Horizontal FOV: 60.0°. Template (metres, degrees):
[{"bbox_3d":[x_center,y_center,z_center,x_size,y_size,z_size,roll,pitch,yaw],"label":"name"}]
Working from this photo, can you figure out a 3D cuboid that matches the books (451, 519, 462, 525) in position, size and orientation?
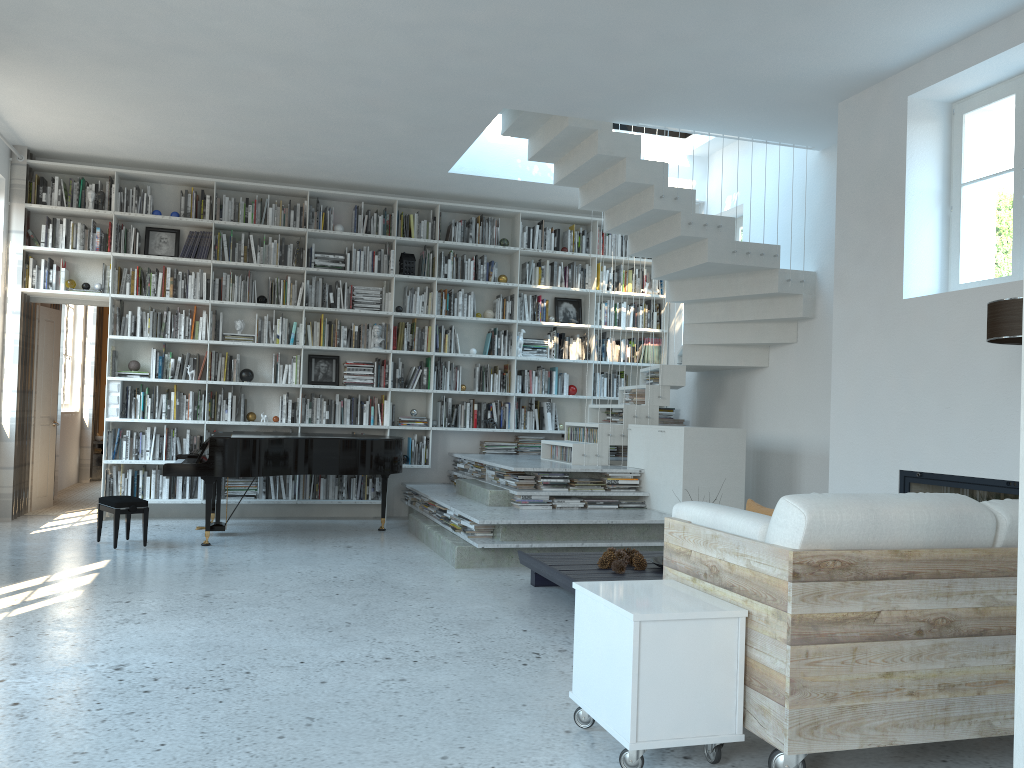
[{"bbox_3d":[-0.341,1.039,6.659,0.191,0.015,0.246,2,-2,-16],"label":"books"}]

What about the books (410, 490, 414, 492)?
[{"bbox_3d":[-0.928,1.043,8.717,0.133,0.017,0.231,2,-2,-16],"label":"books"}]

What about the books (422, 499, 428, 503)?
[{"bbox_3d":[-0.696,1.030,7.834,0.182,0.016,0.199,2,-2,-12],"label":"books"}]

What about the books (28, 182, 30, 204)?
[{"bbox_3d":[-4.267,-1.667,7.850,0.014,0.219,0.188,2,-2,-17],"label":"books"}]

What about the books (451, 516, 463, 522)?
[{"bbox_3d":[-0.339,1.015,6.660,0.168,0.013,0.281,3,-2,-22],"label":"books"}]

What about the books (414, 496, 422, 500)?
[{"bbox_3d":[-0.781,1.045,8.133,0.180,0.015,0.294,3,-2,-19],"label":"books"}]

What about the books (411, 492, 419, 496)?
[{"bbox_3d":[-0.859,1.048,8.432,0.160,0.009,0.291,2,-2,-15],"label":"books"}]

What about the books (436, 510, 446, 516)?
[{"bbox_3d":[-0.509,1.052,7.242,0.160,0.025,0.244,3,-2,-22],"label":"books"}]

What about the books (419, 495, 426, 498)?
[{"bbox_3d":[-0.699,0.993,7.833,0.193,0.005,0.225,3,-2,-21],"label":"books"}]

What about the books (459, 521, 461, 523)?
[{"bbox_3d":[-0.329,1.030,6.663,0.150,0.004,0.290,2,-2,-13],"label":"books"}]

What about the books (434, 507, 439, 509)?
[{"bbox_3d":[-0.588,1.044,7.542,0.155,0.009,0.297,2,-2,-16],"label":"books"}]

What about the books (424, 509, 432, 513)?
[{"bbox_3d":[-0.683,1.118,7.837,0.157,0.014,0.180,3,-2,-20],"label":"books"}]

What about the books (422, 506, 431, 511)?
[{"bbox_3d":[-0.686,1.097,7.836,0.159,0.012,0.292,3,-2,-20],"label":"books"}]

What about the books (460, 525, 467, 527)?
[{"bbox_3d":[-0.322,1.054,6.665,0.154,0.014,0.196,2,-2,-17],"label":"books"}]

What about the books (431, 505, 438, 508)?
[{"bbox_3d":[-0.592,1.035,7.541,0.169,0.009,0.241,2,-2,-17],"label":"books"}]

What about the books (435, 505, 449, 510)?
[{"bbox_3d":[-0.510,1.007,7.243,0.170,0.014,0.281,3,-2,-20],"label":"books"}]

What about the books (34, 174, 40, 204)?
[{"bbox_3d":[-4.209,-1.698,7.871,0.014,0.286,0.175,2,-1,-17],"label":"books"}]

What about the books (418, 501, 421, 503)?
[{"bbox_3d":[-0.763,1.089,8.138,0.149,0.007,0.300,2,-2,-17],"label":"books"}]

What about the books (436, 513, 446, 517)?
[{"bbox_3d":[-0.512,1.070,7.241,0.177,0.011,0.220,2,-2,-15],"label":"books"}]

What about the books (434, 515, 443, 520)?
[{"bbox_3d":[-0.522,1.087,7.238,0.189,0.009,0.291,2,-2,-14],"label":"books"}]

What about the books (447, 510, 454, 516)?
[{"bbox_3d":[-0.410,1.010,6.953,0.141,0.028,0.222,3,-2,-22],"label":"books"}]

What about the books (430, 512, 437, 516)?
[{"bbox_3d":[-0.601,1.106,7.538,0.161,0.008,0.254,2,-2,-12],"label":"books"}]

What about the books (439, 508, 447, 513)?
[{"bbox_3d":[-0.498,1.031,7.246,0.142,0.017,0.239,3,-2,-21],"label":"books"}]

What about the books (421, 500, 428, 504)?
[{"bbox_3d":[-0.690,1.043,7.836,0.169,0.009,0.241,3,-2,-21],"label":"books"}]

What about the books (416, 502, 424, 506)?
[{"bbox_3d":[-0.776,1.099,8.134,0.172,0.014,0.221,2,-2,-16],"label":"books"}]

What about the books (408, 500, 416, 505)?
[{"bbox_3d":[-0.871,1.125,8.427,0.189,0.030,0.237,2,-2,-17],"label":"books"}]

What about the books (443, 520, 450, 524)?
[{"bbox_3d":[-0.420,1.089,6.949,0.171,0.005,0.297,3,-2,-18],"label":"books"}]

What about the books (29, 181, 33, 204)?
[{"bbox_3d":[-4.255,-1.670,7.877,0.024,0.228,0.130,2,-1,-17],"label":"books"}]

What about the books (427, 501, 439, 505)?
[{"bbox_3d":[-0.602,1.010,7.538,0.179,0.012,0.249,3,-2,-20],"label":"books"}]

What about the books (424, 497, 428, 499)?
[{"bbox_3d":[-0.685,1.002,7.837,0.174,0.011,0.227,3,-2,-18],"label":"books"}]

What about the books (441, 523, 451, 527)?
[{"bbox_3d":[-0.436,1.101,6.944,0.193,0.005,0.225,3,-2,-21],"label":"books"}]

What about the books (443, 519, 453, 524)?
[{"bbox_3d":[-0.424,1.073,6.948,0.180,0.008,0.267,3,-2,-18],"label":"books"}]

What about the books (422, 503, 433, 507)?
[{"bbox_3d":[-0.686,1.066,7.836,0.159,0.011,0.246,3,-2,-21],"label":"books"}]

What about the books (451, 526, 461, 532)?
[{"bbox_3d":[-0.349,1.089,6.656,0.191,0.016,0.209,2,-2,-12],"label":"books"}]

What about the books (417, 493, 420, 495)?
[{"bbox_3d":[-0.770,1.017,8.137,0.159,0.006,0.285,2,-2,-15],"label":"books"}]

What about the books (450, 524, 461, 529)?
[{"bbox_3d":[-0.345,1.069,6.658,0.191,0.006,0.275,2,-2,-15],"label":"books"}]

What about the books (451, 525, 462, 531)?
[{"bbox_3d":[-0.339,1.077,6.660,0.178,0.009,0.276,3,-2,-19],"label":"books"}]

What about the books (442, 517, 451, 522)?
[{"bbox_3d":[-0.429,1.063,6.947,0.189,0.013,0.215,3,-2,-19],"label":"books"}]

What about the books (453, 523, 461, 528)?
[{"bbox_3d":[-0.330,1.064,6.662,0.170,0.006,0.268,2,-2,-17],"label":"books"}]

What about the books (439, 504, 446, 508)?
[{"bbox_3d":[-0.496,0.997,7.247,0.157,0.007,0.268,2,-2,-17],"label":"books"}]

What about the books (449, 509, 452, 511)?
[{"bbox_3d":[-0.411,0.989,6.953,0.139,0.013,0.288,2,-2,-12],"label":"books"}]

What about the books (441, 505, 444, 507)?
[{"bbox_3d":[-0.499,0.989,7.246,0.160,0.008,0.239,2,-2,-16],"label":"books"}]

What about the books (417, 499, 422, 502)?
[{"bbox_3d":[-0.779,1.063,8.134,0.171,0.020,0.193,2,-2,-13],"label":"books"}]

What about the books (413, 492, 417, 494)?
[{"bbox_3d":[-0.850,1.042,8.434,0.126,0.005,0.290,3,-2,-22],"label":"books"}]

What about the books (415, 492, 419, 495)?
[{"bbox_3d":[-0.845,1.032,8.436,0.135,0.014,0.297,2,-2,-16],"label":"books"}]

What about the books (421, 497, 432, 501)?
[{"bbox_3d":[-0.688,1.015,7.836,0.171,0.015,0.253,3,-2,-20],"label":"books"}]

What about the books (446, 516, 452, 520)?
[{"bbox_3d":[-0.423,1.043,6.949,0.171,0.007,0.260,2,-2,-14],"label":"books"}]

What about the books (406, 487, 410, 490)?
[{"bbox_3d":[-0.941,1.026,8.714,0.158,0.014,0.234,3,-2,-19],"label":"books"}]

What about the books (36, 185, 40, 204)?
[{"bbox_3d":[-4.193,-1.651,7.878,0.024,0.195,0.167,2,-2,-17],"label":"books"}]

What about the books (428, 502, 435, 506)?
[{"bbox_3d":[-0.600,1.023,7.539,0.165,0.014,0.235,3,-2,-22],"label":"books"}]

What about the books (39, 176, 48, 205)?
[{"bbox_3d":[-4.166,-1.688,7.881,0.025,0.269,0.177,2,-1,-17],"label":"books"}]

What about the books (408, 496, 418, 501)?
[{"bbox_3d":[-0.877,1.084,8.426,0.191,0.028,0.212,2,-2,-13],"label":"books"}]

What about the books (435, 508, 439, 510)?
[{"bbox_3d":[-0.580,1.055,7.544,0.140,0.013,0.180,2,-2,-16],"label":"books"}]

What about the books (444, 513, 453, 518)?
[{"bbox_3d":[-0.425,1.031,6.949,0.180,0.017,0.182,3,-2,-20],"label":"books"}]

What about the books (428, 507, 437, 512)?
[{"bbox_3d":[-0.602,1.067,7.538,0.182,0.013,0.287,2,-2,-16],"label":"books"}]

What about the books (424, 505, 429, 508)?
[{"bbox_3d":[-0.681,1.086,7.838,0.165,0.012,0.205,2,-2,-17],"label":"books"}]

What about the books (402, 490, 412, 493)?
[{"bbox_3d":[-0.962,1.057,8.707,0.191,0.013,0.243,3,-2,-21],"label":"books"}]

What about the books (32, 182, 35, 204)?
[{"bbox_3d":[-4.230,-1.667,7.874,0.023,0.223,0.151,2,-1,-17],"label":"books"}]

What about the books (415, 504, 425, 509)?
[{"bbox_3d":[-0.783,1.119,8.132,0.177,0.026,0.230,2,-2,-14],"label":"books"}]
